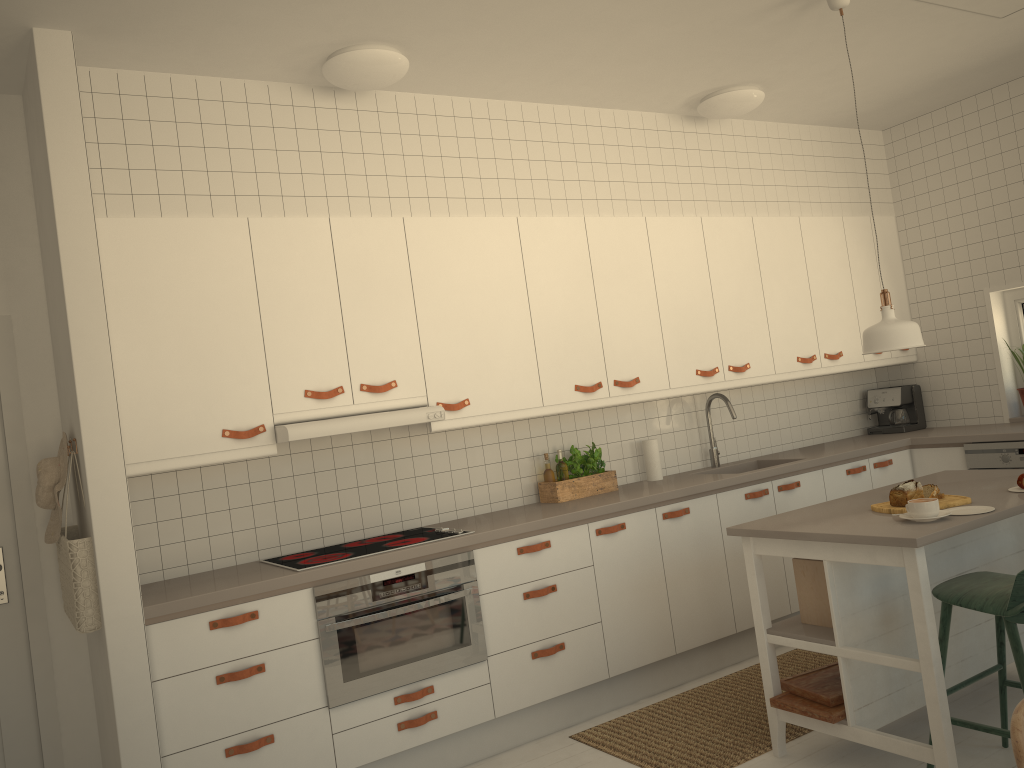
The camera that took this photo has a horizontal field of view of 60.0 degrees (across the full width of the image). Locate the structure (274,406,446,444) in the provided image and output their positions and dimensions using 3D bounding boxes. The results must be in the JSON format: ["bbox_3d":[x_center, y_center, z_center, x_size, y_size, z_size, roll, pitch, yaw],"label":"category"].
[{"bbox_3d":[-0.692,0.173,3.771,0.681,0.073,0.482,-7,-2,-32],"label":"structure"}]

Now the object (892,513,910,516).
[{"bbox_3d":[1.357,0.440,3.013,0.132,0.011,0.027,-8,-2,7],"label":"object"}]

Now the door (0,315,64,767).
[{"bbox_3d":[-2.198,0.800,3.131,0.955,2.034,0.166,-7,-2,-32],"label":"door"}]

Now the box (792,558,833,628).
[{"bbox_3d":[1.276,0.745,3.314,0.357,0.242,0.236,-7,-2,-31],"label":"box"}]

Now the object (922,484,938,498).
[{"bbox_3d":[1.500,0.397,3.221,0.072,0.057,0.083,-7,-2,-26],"label":"object"}]

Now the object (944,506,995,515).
[{"bbox_3d":[1.542,0.430,3.003,0.167,0.005,0.167,-7,-2,-36],"label":"object"}]

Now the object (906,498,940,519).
[{"bbox_3d":[1.372,0.416,2.958,0.098,0.064,0.094,-8,-2,16],"label":"object"}]

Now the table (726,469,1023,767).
[{"bbox_3d":[1.675,0.862,3.382,1.424,0.864,0.794,-7,-2,-32],"label":"table"}]

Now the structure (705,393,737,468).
[{"bbox_3d":[1.186,0.260,5.013,0.063,0.421,0.236,-7,-2,-25],"label":"structure"}]

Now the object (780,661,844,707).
[{"bbox_3d":[1.251,1.098,3.305,0.430,0.030,0.280,-7,-2,-23],"label":"object"}]

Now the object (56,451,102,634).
[{"bbox_3d":[-1.526,0.543,3.097,0.093,0.613,0.439,-7,-2,-33],"label":"object"}]

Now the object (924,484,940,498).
[{"bbox_3d":[1.520,0.396,3.242,0.073,0.055,0.083,-7,-2,-25],"label":"object"}]

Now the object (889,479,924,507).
[{"bbox_3d":[1.419,0.393,3.198,0.090,0.087,0.086,-7,-2,-24],"label":"object"}]

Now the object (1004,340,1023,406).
[{"bbox_3d":[3.084,-0.058,5.216,0.300,0.499,0.334,-10,-3,41],"label":"object"}]

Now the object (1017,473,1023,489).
[{"bbox_3d":[1.903,0.358,3.270,0.070,0.060,0.131,-8,-2,6],"label":"object"}]

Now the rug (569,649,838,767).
[{"bbox_3d":[1.279,1.369,3.998,2.001,0.004,0.749,-7,-2,-32],"label":"rug"}]

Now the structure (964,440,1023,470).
[{"bbox_3d":[3.026,0.621,4.811,0.704,0.710,0.705,-7,-2,-32],"label":"structure"}]

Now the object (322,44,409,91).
[{"bbox_3d":[-0.589,-1.261,3.587,0.351,0.101,0.351,-8,-2,10],"label":"object"}]

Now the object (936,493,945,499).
[{"bbox_3d":[1.546,0.412,3.259,0.068,0.017,0.077,-7,-2,-24],"label":"object"}]

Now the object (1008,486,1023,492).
[{"bbox_3d":[1.921,0.385,3.263,0.167,0.005,0.167,-7,-2,-36],"label":"object"}]

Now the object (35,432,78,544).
[{"bbox_3d":[-1.607,0.365,3.125,0.136,0.385,0.335,-7,-2,-32],"label":"object"}]

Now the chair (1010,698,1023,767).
[{"bbox_3d":[1.058,0.895,1.280,0.385,0.811,0.483,-7,-2,-34],"label":"chair"}]

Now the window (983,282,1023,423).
[{"bbox_3d":[3.520,-0.273,4.618,0.293,0.816,1.897,-7,-2,-32],"label":"window"}]

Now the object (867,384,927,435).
[{"bbox_3d":[2.458,0.171,5.783,0.280,0.292,0.316,-7,-2,-31],"label":"object"}]

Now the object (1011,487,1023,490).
[{"bbox_3d":[1.923,0.382,3.266,0.120,0.005,0.122,-7,-2,-14],"label":"object"}]

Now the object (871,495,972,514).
[{"bbox_3d":[1.485,0.437,3.228,0.306,0.019,0.237,-7,-2,-16],"label":"object"}]

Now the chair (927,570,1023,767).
[{"bbox_3d":[1.604,0.910,2.832,0.485,0.752,0.445,-7,-2,-32],"label":"chair"}]

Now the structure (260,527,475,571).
[{"bbox_3d":[-0.606,0.690,3.707,0.764,0.057,0.504,-7,-2,-32],"label":"structure"}]

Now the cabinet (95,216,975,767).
[{"bbox_3d":[1.193,0.109,3.555,4.846,2.160,2.851,-7,-2,-32],"label":"cabinet"}]

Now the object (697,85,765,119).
[{"bbox_3d":[1.158,-1.471,4.688,0.351,0.101,0.351,-8,-2,10],"label":"object"}]

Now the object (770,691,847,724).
[{"bbox_3d":[1.201,1.134,3.250,0.430,0.030,0.280,-7,-2,-32],"label":"object"}]

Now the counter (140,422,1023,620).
[{"bbox_3d":[1.248,0.503,3.539,4.846,0.163,2.854,-7,-2,-32],"label":"counter"}]

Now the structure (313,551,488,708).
[{"bbox_3d":[-0.586,0.976,3.743,0.682,0.447,0.703,-7,-2,-32],"label":"structure"}]

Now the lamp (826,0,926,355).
[{"bbox_3d":[1.371,-0.867,3.449,0.230,1.491,0.229,-7,-2,-31],"label":"lamp"}]

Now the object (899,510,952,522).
[{"bbox_3d":[1.378,0.444,2.956,0.160,0.020,0.160,-9,-2,24],"label":"object"}]
